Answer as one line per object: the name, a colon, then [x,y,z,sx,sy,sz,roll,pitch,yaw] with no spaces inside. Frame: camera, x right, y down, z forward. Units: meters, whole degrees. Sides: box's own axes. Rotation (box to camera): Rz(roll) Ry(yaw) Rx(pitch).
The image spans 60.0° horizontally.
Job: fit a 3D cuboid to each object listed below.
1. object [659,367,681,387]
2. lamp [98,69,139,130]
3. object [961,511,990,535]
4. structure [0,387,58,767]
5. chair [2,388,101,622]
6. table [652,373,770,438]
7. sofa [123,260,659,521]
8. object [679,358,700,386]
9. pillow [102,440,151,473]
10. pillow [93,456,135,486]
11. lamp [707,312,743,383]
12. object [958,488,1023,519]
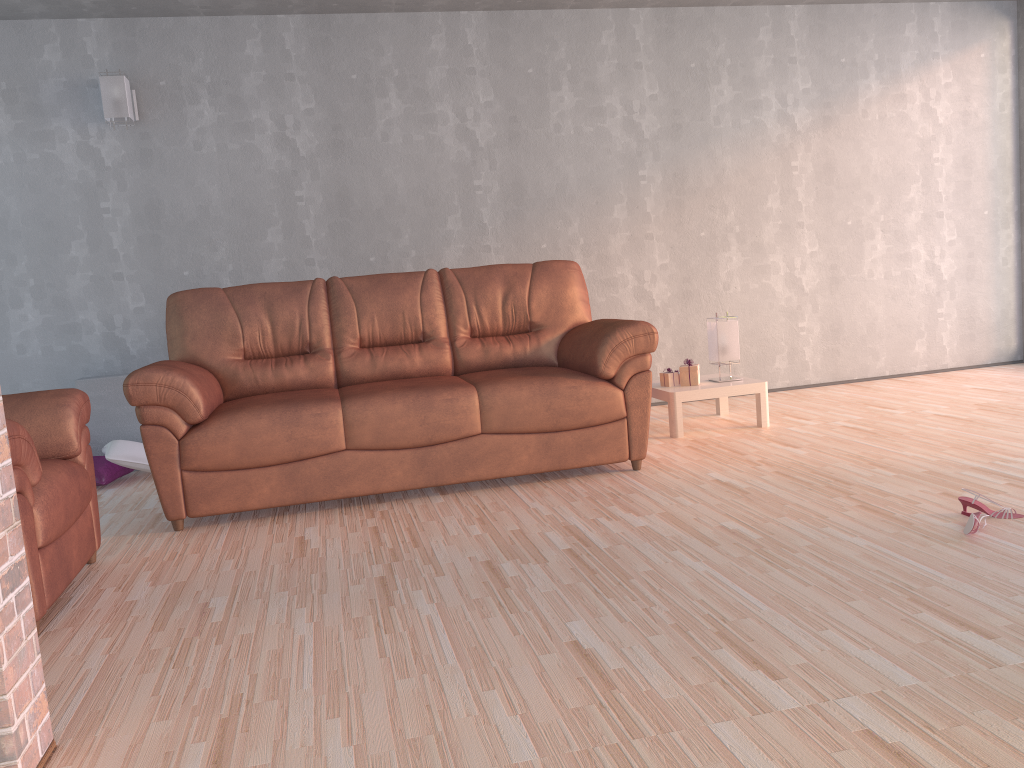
object: [0.873,-0.043,4.815,0.152,0.105,0.080,-11,9,-43]
lamp: [-2.130,-1.531,4.794,0.165,0.319,0.177,-6,7,-12]
object: [1.413,0.416,2.696,0.078,0.066,0.192,-2,7,24]
structure: [-1.646,0.304,1.514,1.422,1.057,0.211,-6,7,-12]
chair: [-1.848,0.235,2.664,0.936,0.879,0.970,-6,7,-13]
table: [1.030,0.110,4.863,0.548,0.241,0.548,-6,7,-12]
sofa: [-0.518,-0.060,4.069,2.202,0.923,0.981,-6,7,-12]
object: [0.953,-0.067,4.756,0.099,0.147,0.102,-3,7,17]
pillow: [-1.981,0.385,4.721,0.357,0.205,0.388,-8,7,-25]
pillow: [-2.220,0.454,4.648,0.392,0.130,0.365,-4,7,8]
lamp: [1.150,-0.203,4.820,0.140,0.376,0.140,-6,7,-12]
object: [1.530,0.380,2.832,0.188,0.085,0.069,-1,7,27]
